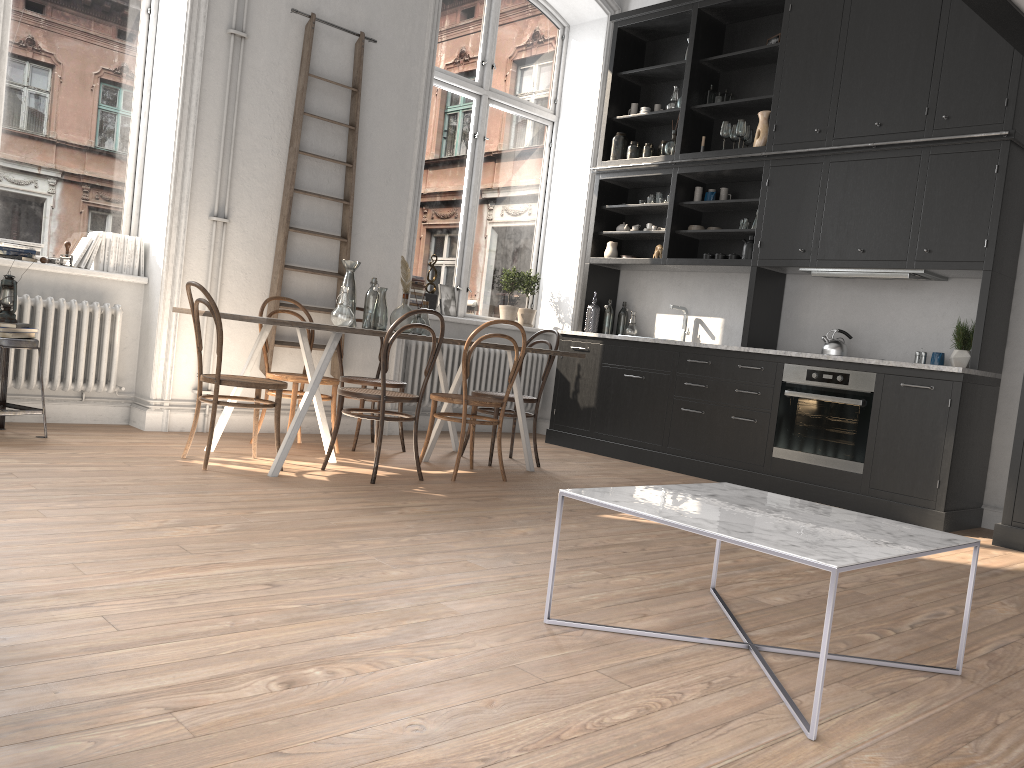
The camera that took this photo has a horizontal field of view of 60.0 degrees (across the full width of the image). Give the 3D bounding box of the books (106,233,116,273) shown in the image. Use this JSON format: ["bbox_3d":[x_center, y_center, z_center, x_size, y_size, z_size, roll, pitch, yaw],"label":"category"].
[{"bbox_3d":[-2.517,-0.818,5.521,0.024,0.243,0.175,4,4,-43],"label":"books"}]

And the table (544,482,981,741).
[{"bbox_3d":[0.710,0.566,2.541,0.849,0.392,0.848,4,4,-43],"label":"table"}]

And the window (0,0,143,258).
[{"bbox_3d":[-2.974,-2.209,5.112,1.623,2.844,0.013,4,4,-43],"label":"window"}]

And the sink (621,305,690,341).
[{"bbox_3d":[1.199,-0.374,6.956,0.514,0.505,0.525,4,4,-43],"label":"sink"}]

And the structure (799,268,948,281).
[{"bbox_3d":[2.378,-0.742,5.867,0.379,0.123,0.843,4,4,-43],"label":"structure"}]

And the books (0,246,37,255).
[{"bbox_3d":[-2.897,-0.779,5.169,0.221,0.023,0.147,5,3,-27],"label":"books"}]

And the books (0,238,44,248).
[{"bbox_3d":[-2.881,-0.824,5.187,0.244,0.019,0.174,5,3,-33],"label":"books"}]

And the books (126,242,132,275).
[{"bbox_3d":[-2.448,-0.795,5.603,0.020,0.205,0.155,4,4,-43],"label":"books"}]

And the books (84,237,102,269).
[{"bbox_3d":[-2.596,-0.805,5.464,0.072,0.203,0.155,4,4,-43],"label":"books"}]

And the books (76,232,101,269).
[{"bbox_3d":[-2.612,-0.822,5.445,0.100,0.235,0.174,4,4,-43],"label":"books"}]

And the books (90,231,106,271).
[{"bbox_3d":[-2.573,-0.824,5.511,0.024,0.243,0.175,4,4,-43],"label":"books"}]

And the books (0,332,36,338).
[{"bbox_3d":[-2.680,-0.266,4.699,0.194,0.034,0.246,6,3,-3],"label":"books"}]

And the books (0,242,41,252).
[{"bbox_3d":[-2.885,-0.798,5.160,0.155,0.020,0.205,9,3,37],"label":"books"}]

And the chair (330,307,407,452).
[{"bbox_3d":[-0.942,-0.042,5.886,0.438,0.921,0.549,4,4,-36],"label":"chair"}]

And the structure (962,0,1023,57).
[{"bbox_3d":[2.689,-2.037,1.558,5.929,1.213,4.155,4,4,-43],"label":"structure"}]

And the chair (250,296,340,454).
[{"bbox_3d":[-1.307,-0.063,5.437,0.438,0.921,0.549,4,4,-45],"label":"chair"}]

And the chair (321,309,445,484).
[{"bbox_3d":[-0.677,0.041,4.748,0.549,0.921,0.438,9,4,42],"label":"chair"}]

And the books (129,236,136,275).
[{"bbox_3d":[-2.443,-0.815,5.633,0.024,0.243,0.175,4,4,-43],"label":"books"}]

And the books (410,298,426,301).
[{"bbox_3d":[-0.846,-0.682,7.090,0.255,0.014,0.192,4,3,-40],"label":"books"}]

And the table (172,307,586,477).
[{"bbox_3d":[-0.750,0.078,5.280,2.201,0.780,1.099,4,4,-43],"label":"table"}]

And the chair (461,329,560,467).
[{"bbox_3d":[-0.002,0.065,5.907,0.549,0.921,0.437,5,4,-31],"label":"chair"}]

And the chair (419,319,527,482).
[{"bbox_3d":[-0.227,0.076,5.121,0.438,0.921,0.549,5,4,-32],"label":"chair"}]

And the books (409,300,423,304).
[{"bbox_3d":[-0.845,-0.662,7.073,0.249,0.023,0.175,4,4,-42],"label":"books"}]

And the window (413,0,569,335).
[{"bbox_3d":[2.758,-6.337,13.851,14.389,15.943,26.378,4,4,-43],"label":"window"}]

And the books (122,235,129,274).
[{"bbox_3d":[-2.462,-0.815,5.586,0.019,0.244,0.174,4,4,-43],"label":"books"}]

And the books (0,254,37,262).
[{"bbox_3d":[-2.911,-0.735,5.169,0.221,0.023,0.147,7,3,6],"label":"books"}]

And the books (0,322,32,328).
[{"bbox_3d":[-2.667,-0.314,4.708,0.147,0.027,0.221,6,3,-11],"label":"books"}]

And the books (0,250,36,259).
[{"bbox_3d":[-2.902,-0.757,5.169,0.205,0.022,0.155,5,3,-23],"label":"books"}]

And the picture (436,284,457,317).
[{"bbox_3d":[-0.566,-0.693,7.407,0.148,0.264,0.221,8,3,30],"label":"picture"}]

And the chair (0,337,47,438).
[{"bbox_3d":[-2.702,0.009,4.678,0.360,0.523,0.364,8,3,20],"label":"chair"}]

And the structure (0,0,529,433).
[{"bbox_3d":[-1.416,-1.895,6.045,5.183,4.476,0.340,4,4,-43],"label":"structure"}]

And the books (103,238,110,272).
[{"bbox_3d":[-2.542,-0.802,5.515,0.020,0.205,0.155,4,4,-43],"label":"books"}]

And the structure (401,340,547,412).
[{"bbox_3d":[-0.323,-0.066,7.454,1.578,0.552,0.194,4,4,-43],"label":"structure"}]

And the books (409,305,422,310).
[{"bbox_3d":[-0.854,-0.607,7.075,0.248,0.043,0.192,4,4,-43],"label":"books"}]

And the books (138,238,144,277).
[{"bbox_3d":[-2.387,-0.809,5.655,0.040,0.244,0.174,4,4,-43],"label":"books"}]

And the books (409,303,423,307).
[{"bbox_3d":[-0.848,-0.639,7.074,0.175,0.023,0.250,9,4,42],"label":"books"}]

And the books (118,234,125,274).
[{"bbox_3d":[-2.492,-0.818,5.587,0.024,0.243,0.175,4,4,-43],"label":"books"}]

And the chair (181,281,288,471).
[{"bbox_3d":[-1.438,-0.039,4.593,0.549,0.921,0.437,4,4,-35],"label":"chair"}]

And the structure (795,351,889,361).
[{"bbox_3d":[2.220,-0.169,5.806,0.427,0.011,0.592,4,4,-43],"label":"structure"}]

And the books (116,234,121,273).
[{"bbox_3d":[-2.504,-0.819,5.569,0.019,0.244,0.174,4,4,-43],"label":"books"}]

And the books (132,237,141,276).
[{"bbox_3d":[-2.412,-0.811,5.635,0.024,0.243,0.175,4,4,-43],"label":"books"}]

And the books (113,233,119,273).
[{"bbox_3d":[-2.507,-0.818,5.543,0.019,0.244,0.174,4,4,-43],"label":"books"}]

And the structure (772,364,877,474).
[{"bbox_3d":[2.170,0.222,5.822,0.618,0.623,0.621,4,4,-43],"label":"structure"}]

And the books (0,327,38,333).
[{"bbox_3d":[-2.671,-0.292,4.708,0.162,0.029,0.232,7,3,18],"label":"books"}]

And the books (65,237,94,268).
[{"bbox_3d":[-2.645,-0.805,5.423,0.105,0.194,0.155,4,4,-44],"label":"books"}]
